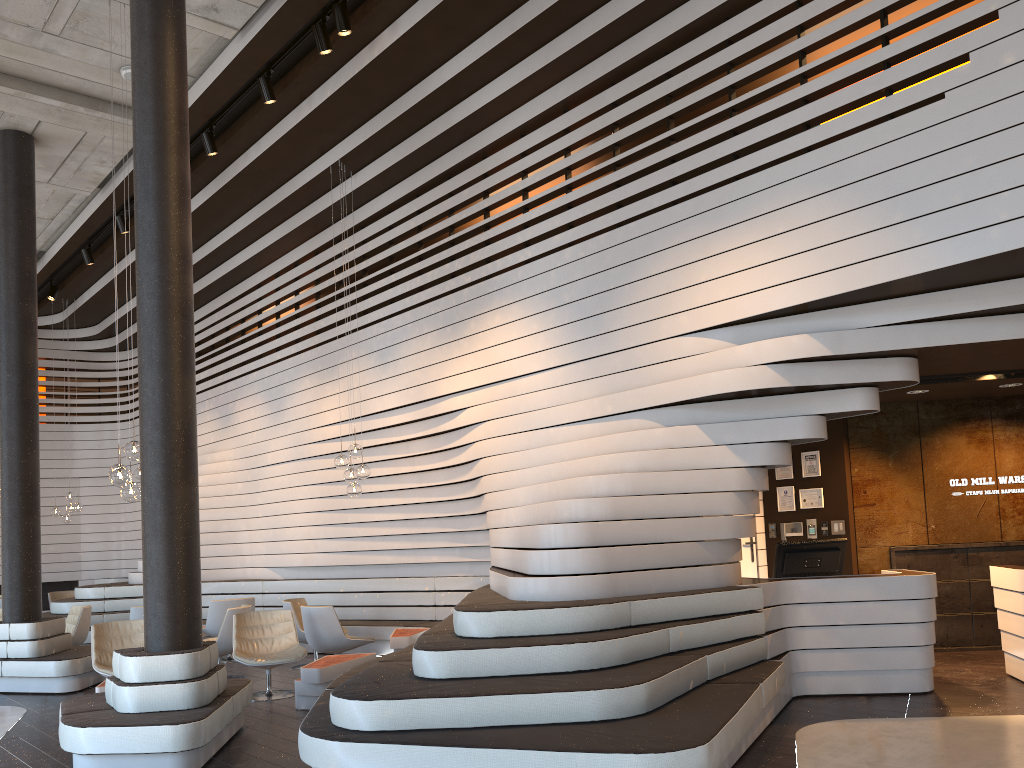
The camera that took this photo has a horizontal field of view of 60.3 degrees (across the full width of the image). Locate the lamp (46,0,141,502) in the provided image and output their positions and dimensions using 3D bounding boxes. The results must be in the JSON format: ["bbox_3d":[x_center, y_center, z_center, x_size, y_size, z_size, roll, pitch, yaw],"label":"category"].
[{"bbox_3d":[1.341,-2.066,4.311,9.003,4.575,42.531,4,-12,-40],"label":"lamp"}]

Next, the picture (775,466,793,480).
[{"bbox_3d":[2.926,0.892,9.492,0.014,0.260,0.205,0,-7,-41],"label":"picture"}]

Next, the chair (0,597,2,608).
[{"bbox_3d":[-7.964,3.828,14.295,0.707,0.760,0.666,2,-8,-36],"label":"chair"}]

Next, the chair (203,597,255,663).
[{"bbox_3d":[-3.521,3.041,10.952,0.653,0.760,0.721,1,-8,-34],"label":"chair"}]

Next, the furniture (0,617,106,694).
[{"bbox_3d":[-5.031,2.905,9.587,1.783,0.716,1.281,-6,-9,19],"label":"furniture"}]

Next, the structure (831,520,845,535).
[{"bbox_3d":[3.337,1.467,9.018,0.020,0.141,0.144,0,-7,-41],"label":"structure"}]

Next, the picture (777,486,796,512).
[{"bbox_3d":[2.943,1.234,9.471,0.014,0.260,0.205,0,-7,-41],"label":"picture"}]

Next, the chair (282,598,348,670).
[{"bbox_3d":[-2.227,2.817,10.006,0.711,0.760,0.663,-3,-6,3],"label":"chair"}]

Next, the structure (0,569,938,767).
[{"bbox_3d":[-4.152,3.154,11.903,5.757,0.919,18.466,6,-13,-44],"label":"structure"}]

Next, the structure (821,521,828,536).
[{"bbox_3d":[3.241,1.497,9.130,0.019,0.146,0.064,0,-6,-41],"label":"structure"}]

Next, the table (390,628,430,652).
[{"bbox_3d":[-1.091,2.898,9.648,0.413,0.367,0.917,-2,-9,-4],"label":"table"}]

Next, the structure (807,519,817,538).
[{"bbox_3d":[3.146,1.517,9.246,0.012,0.199,0.106,0,-6,-41],"label":"structure"}]

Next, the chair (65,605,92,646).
[{"bbox_3d":[-5.449,3.080,10.628,0.707,0.760,0.666,2,-8,-38],"label":"chair"}]

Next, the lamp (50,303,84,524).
[{"bbox_3d":[-7.922,0.143,15.638,0.542,4.637,0.297,-2,-4,-16],"label":"lamp"}]

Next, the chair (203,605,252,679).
[{"bbox_3d":[-3.110,2.742,9.315,0.710,0.760,0.663,-3,-6,-1],"label":"chair"}]

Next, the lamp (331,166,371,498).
[{"bbox_3d":[-1.876,-1.073,9.804,0.334,4.676,0.534,-4,-4,11],"label":"lamp"}]

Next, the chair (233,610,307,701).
[{"bbox_3d":[-2.259,2.507,8.182,0.653,0.760,0.721,0,-7,-25],"label":"chair"}]

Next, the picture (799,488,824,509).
[{"bbox_3d":[3.138,1.200,9.245,0.014,0.200,0.266,0,-8,-41],"label":"picture"}]

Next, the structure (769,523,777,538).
[{"bbox_3d":[2.839,1.597,9.602,0.009,0.154,0.087,0,-6,-41],"label":"structure"}]

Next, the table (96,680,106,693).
[{"bbox_3d":[-2.929,2.560,7.140,0.902,0.367,0.419,4,-10,-38],"label":"table"}]

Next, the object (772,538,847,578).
[{"bbox_3d":[2.503,1.591,7.442,0.596,0.549,0.372,-3,-6,0],"label":"object"}]

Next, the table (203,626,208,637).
[{"bbox_3d":[-4.418,3.354,11.367,0.903,0.367,0.419,-2,-7,-8],"label":"table"}]

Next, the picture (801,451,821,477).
[{"bbox_3d":[3.136,0.841,9.250,0.014,0.260,0.205,0,-7,-41],"label":"picture"}]

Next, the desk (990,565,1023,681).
[{"bbox_3d":[4.683,1.881,6.938,1.459,0.914,0.858,-4,-7,6],"label":"desk"}]

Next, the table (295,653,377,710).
[{"bbox_3d":[-1.568,2.578,7.633,0.416,0.367,0.910,-6,-9,21],"label":"table"}]

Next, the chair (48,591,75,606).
[{"bbox_3d":[-7.730,4.014,15.447,0.715,0.760,0.658,-5,-7,22],"label":"chair"}]

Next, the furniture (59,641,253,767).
[{"bbox_3d":[-2.570,2.185,6.071,1.272,0.715,1.795,-2,-9,-6],"label":"furniture"}]

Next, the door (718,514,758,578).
[{"bbox_3d":[2.289,1.807,9.282,0.966,2.088,0.165,1,-5,-41],"label":"door"}]

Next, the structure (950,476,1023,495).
[{"bbox_3d":[4.867,1.019,8.861,0.884,0.166,0.007,-4,-4,6],"label":"structure"}]

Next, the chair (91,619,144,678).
[{"bbox_3d":[-3.371,2.498,7.816,0.654,0.760,0.721,2,-8,-40],"label":"chair"}]

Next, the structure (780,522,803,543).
[{"bbox_3d":[2.990,1.611,9.422,0.026,0.252,0.261,1,-7,-43],"label":"structure"}]

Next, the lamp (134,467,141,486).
[{"bbox_3d":[-4.961,-0.647,11.856,0.551,4.637,0.292,-6,-5,44],"label":"lamp"}]

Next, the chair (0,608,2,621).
[{"bbox_3d":[-6.495,3.154,10.763,0.653,0.760,0.721,0,-7,-23],"label":"chair"}]

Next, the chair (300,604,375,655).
[{"bbox_3d":[-1.799,2.636,9.070,0.708,0.760,0.666,3,-8,-41],"label":"chair"}]

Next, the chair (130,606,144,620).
[{"bbox_3d":[-4.215,2.992,10.467,0.653,0.760,0.721,0,-7,-21],"label":"chair"}]

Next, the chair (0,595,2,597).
[{"bbox_3d":[-8.895,3.991,14.983,0.707,0.760,0.666,2,-8,-39],"label":"chair"}]
